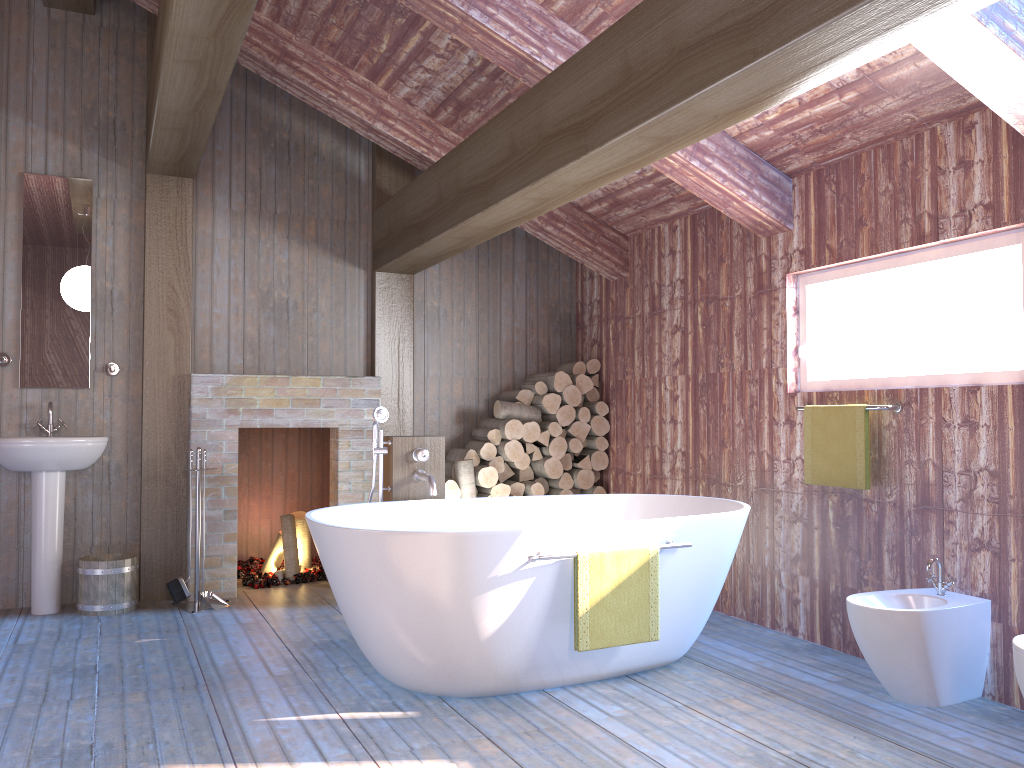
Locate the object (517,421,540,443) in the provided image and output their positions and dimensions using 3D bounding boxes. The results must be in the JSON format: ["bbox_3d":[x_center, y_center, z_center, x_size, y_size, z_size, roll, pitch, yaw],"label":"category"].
[{"bbox_3d":[0.032,0.309,5.859,0.138,0.147,0.440,1,-2,-24],"label":"object"}]

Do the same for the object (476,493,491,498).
[{"bbox_3d":[-0.277,0.786,5.723,0.155,0.174,0.483,1,-2,-26],"label":"object"}]

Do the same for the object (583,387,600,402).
[{"bbox_3d":[0.493,0.072,6.114,0.107,0.115,0.269,1,-2,-23],"label":"object"}]

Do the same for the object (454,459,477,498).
[{"bbox_3d":[-0.285,0.617,5.511,0.147,0.298,0.109,1,-2,-22],"label":"object"}]

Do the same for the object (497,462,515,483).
[{"bbox_3d":[-0.103,0.575,5.889,0.128,0.150,0.323,1,-2,-24],"label":"object"}]

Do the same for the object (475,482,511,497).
[{"bbox_3d":[-0.163,0.694,5.769,0.139,0.148,0.458,1,-2,-24],"label":"object"}]

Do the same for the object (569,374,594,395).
[{"bbox_3d":[0.389,0.010,6.052,0.133,0.142,0.456,1,-2,-23],"label":"object"}]

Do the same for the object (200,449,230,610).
[{"bbox_3d":[-1.685,0.797,4.919,0.206,0.871,0.126,-1,-2,19],"label":"object"}]

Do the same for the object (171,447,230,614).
[{"bbox_3d":[-1.780,0.795,4.946,0.276,0.888,0.333,-1,-2,18],"label":"object"}]

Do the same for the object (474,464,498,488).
[{"bbox_3d":[-0.237,0.583,5.723,0.138,0.147,0.440,1,-2,-24],"label":"object"}]

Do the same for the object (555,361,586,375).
[{"bbox_3d":[0.400,-0.087,6.077,0.104,0.121,0.270,1,-2,-23],"label":"object"}]

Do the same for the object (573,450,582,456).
[{"bbox_3d":[0.400,0.452,6.004,0.067,0.069,0.177,1,-2,-24],"label":"object"}]

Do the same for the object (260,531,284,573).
[{"bbox_3d":[-1.547,1.123,5.844,0.221,0.306,0.121,0,-2,3],"label":"object"}]

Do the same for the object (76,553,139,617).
[{"bbox_3d":[-2.201,1.089,4.829,0.309,0.290,0.308,0,-2,-14],"label":"object"}]

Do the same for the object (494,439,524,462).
[{"bbox_3d":[-0.081,0.430,5.796,0.141,0.143,0.437,1,-2,-26],"label":"object"}]

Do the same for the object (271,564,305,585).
[{"bbox_3d":[-1.440,1.226,5.717,0.085,0.084,0.278,-1,-2,22],"label":"object"}]

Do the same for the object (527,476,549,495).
[{"bbox_3d":[0.129,0.680,5.993,0.116,0.118,0.289,1,-2,-27],"label":"object"}]

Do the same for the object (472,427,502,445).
[{"bbox_3d":[-0.163,0.340,5.774,0.106,0.112,0.282,1,-2,-23],"label":"object"}]

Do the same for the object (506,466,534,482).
[{"bbox_3d":[0.032,0.592,5.952,0.104,0.127,0.321,1,-2,-24],"label":"object"}]

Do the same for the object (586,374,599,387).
[{"bbox_3d":[0.494,-0.023,6.135,0.081,0.100,0.281,1,-2,-24],"label":"object"}]

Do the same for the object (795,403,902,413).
[{"bbox_3d":[1.462,0.107,3.927,0.091,0.043,0.581,1,-2,-24],"label":"object"}]

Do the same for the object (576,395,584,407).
[{"bbox_3d":[0.369,0.129,6.127,0.132,0.119,0.319,1,-2,-23],"label":"object"}]

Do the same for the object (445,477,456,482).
[{"bbox_3d":[-0.429,0.642,5.751,0.099,0.093,0.280,1,-2,-23],"label":"object"}]

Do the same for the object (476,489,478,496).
[{"bbox_3d":[-0.332,0.684,5.777,0.121,0.124,0.291,1,-2,-23],"label":"object"}]

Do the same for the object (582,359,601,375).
[{"bbox_3d":[0.497,-0.109,6.123,0.112,0.113,0.271,1,-2,-24],"label":"object"}]

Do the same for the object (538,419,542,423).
[{"bbox_3d":[0.086,0.236,5.990,0.121,0.124,0.291,1,-2,-23],"label":"object"}]

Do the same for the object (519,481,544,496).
[{"bbox_3d":[0.068,0.685,5.855,0.098,0.100,0.437,1,-2,-26],"label":"object"}]

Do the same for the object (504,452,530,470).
[{"bbox_3d":[0.008,0.496,5.832,0.115,0.123,0.291,1,-2,-23],"label":"object"}]

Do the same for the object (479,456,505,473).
[{"bbox_3d":[-0.160,0.519,5.770,0.111,0.113,0.301,1,-2,-25],"label":"object"}]

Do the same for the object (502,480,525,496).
[{"bbox_3d":[-0.028,0.687,5.817,0.114,0.120,0.303,1,-2,-23],"label":"object"}]

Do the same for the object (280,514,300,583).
[{"bbox_3d":[-1.430,1.062,5.718,0.098,0.434,0.283,1,-2,-26],"label":"object"}]

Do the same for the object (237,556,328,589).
[{"bbox_3d":[-1.552,1.251,6.006,0.829,0.085,0.935,2,-3,-42],"label":"object"}]

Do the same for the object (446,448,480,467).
[{"bbox_3d":[-0.320,0.474,5.734,0.114,0.113,0.301,1,-2,-27],"label":"object"}]

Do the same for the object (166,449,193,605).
[{"bbox_3d":[-1.824,0.783,4.871,0.136,0.846,0.062,2,-3,-43],"label":"object"}]

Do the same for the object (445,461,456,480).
[{"bbox_3d":[-0.392,0.560,5.773,0.108,0.113,0.302,1,-2,-24],"label":"object"}]

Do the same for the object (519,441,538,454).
[{"bbox_3d":[0.073,0.420,5.868,0.088,0.092,0.280,1,-2,-23],"label":"object"}]

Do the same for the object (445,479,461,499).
[{"bbox_3d":[-0.473,0.661,5.623,0.139,0.137,0.455,1,-2,-26],"label":"object"}]

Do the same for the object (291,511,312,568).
[{"bbox_3d":[-1.425,1.086,5.970,0.140,0.459,0.266,0,-2,-7],"label":"object"}]

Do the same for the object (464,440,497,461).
[{"bbox_3d":[-0.205,0.429,5.735,0.115,0.123,0.291,1,-2,-23],"label":"object"}]

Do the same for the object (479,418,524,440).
[{"bbox_3d":[-0.072,0.293,5.812,0.135,0.145,0.439,1,-2,-24],"label":"object"}]
